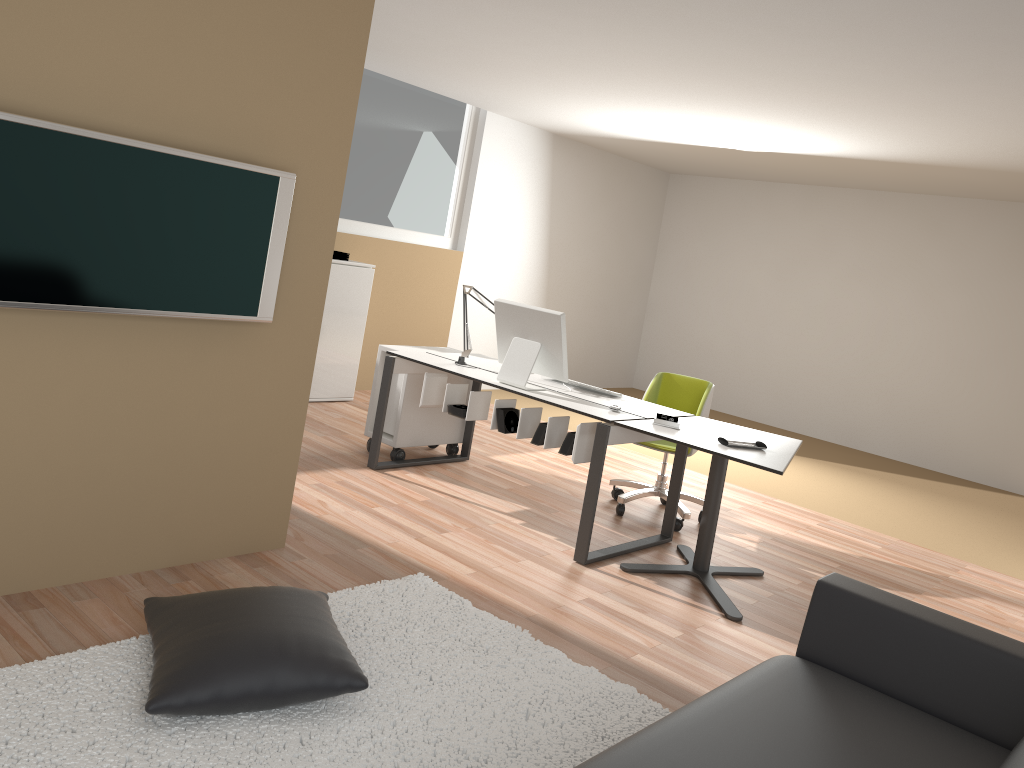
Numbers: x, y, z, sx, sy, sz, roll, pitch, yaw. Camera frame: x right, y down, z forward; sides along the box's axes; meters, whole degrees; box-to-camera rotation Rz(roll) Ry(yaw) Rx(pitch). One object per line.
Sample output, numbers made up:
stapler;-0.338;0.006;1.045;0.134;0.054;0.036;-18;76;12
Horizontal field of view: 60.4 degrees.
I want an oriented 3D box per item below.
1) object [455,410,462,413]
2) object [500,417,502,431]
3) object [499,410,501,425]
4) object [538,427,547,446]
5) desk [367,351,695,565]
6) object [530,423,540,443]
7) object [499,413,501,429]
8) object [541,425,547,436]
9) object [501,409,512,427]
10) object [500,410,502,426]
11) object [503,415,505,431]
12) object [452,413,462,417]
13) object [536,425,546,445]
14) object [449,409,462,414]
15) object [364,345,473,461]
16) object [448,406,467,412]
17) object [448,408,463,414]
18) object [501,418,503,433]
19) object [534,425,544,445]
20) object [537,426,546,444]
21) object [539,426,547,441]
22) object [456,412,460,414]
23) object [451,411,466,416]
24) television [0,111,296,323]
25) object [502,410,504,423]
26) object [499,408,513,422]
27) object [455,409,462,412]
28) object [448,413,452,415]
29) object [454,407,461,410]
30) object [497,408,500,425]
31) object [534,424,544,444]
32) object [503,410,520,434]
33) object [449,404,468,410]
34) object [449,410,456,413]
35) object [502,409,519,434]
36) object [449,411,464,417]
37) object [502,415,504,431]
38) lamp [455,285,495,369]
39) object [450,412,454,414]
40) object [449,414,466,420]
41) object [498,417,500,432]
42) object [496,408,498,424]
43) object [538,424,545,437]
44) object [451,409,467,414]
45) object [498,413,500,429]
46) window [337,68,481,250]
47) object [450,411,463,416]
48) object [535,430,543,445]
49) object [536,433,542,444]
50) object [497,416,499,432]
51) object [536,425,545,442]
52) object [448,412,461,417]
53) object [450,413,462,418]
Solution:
object;-0.261;0.142;4.776;0.121;0.002;0.132;17;11;40
object;-0.015;0.190;4.562;0.040;0.113;0.132;12;6;40
object;-0.017;0.190;4.564;0.041;0.113;0.132;12;6;40
object;0.192;0.253;4.379;0.041;0.113;0.132;12;6;40
desk;0.063;0.324;4.909;1.624;0.682;0.800;16;8;40
object;0.157;0.242;4.411;0.041;0.113;0.132;12;6;40
object;-0.018;0.189;4.565;0.041;0.113;0.132;12;6;40
object;0.189;0.252;4.382;0.041;0.113;0.132;12;6;40
object;-0.008;0.192;4.556;0.040;0.113;0.132;12;6;40
object;-0.012;0.191;4.559;0.041;0.113;0.132;12;6;40
object;0.002;0.195;4.547;0.041;0.113;0.132;12;6;40
object;-0.259;0.163;4.772;0.121;0.002;0.132;17;11;40
object;0.186;0.251;4.385;0.041;0.113;0.132;12;6;40
object;-0.260;0.147;4.775;0.121;0.002;0.132;17;11;40
object;-0.570;0.119;5.620;0.312;0.672;0.618;12;5;40
object;-0.262;0.133;4.777;0.121;0.002;0.132;17;11;40
object;-0.261;0.145;4.775;0.121;0.002;0.132;17;11;40
object;-0.010;0.192;4.558;0.041;0.113;0.132;12;6;40
object;0.177;0.249;4.393;0.041;0.113;0.132;12;6;40
object;0.187;0.252;4.384;0.041;0.113;0.132;12;6;40
object;0.191;0.253;4.381;0.041;0.113;0.132;12;6;40
object;-0.260;0.152;4.774;0.121;0.002;0.132;17;11;40
object;-0.260;0.154;4.773;0.121;0.002;0.132;17;11;40
television;-1.265;-0.517;2.916;0.055;0.575;1.169;11;6;40
object;-0.001;0.194;4.550;0.040;0.113;0.132;12;6;40
object;-0.022;0.188;4.568;0.040;0.113;0.132;12;6;40
object;-0.261;0.135;4.777;0.121;0.002;0.132;17;11;40
object;-0.258;0.172;4.770;0.121;0.002;0.132;17;11;40
object;-0.262;0.126;4.779;0.121;0.002;0.132;17;11;40
object;-0.028;0.186;4.574;0.040;0.113;0.132;12;6;40
object;0.175;0.248;4.394;0.041;0.113;0.132;12;6;40
object;0.002;0.195;4.547;0.040;0.113;0.132;12;6;40
object;-0.262;0.126;4.778;0.121;0.002;0.132;17;11;40
object;-0.260;0.154;4.773;0.121;0.002;0.132;17;11;40
object;-0.005;0.193;4.553;0.041;0.113;0.132;12;6;40
object;-0.259;0.159;4.773;0.121;0.002;0.132;17;11;40
object;-0.003;0.194;4.552;0.041;0.113;0.132;12;6;40
lamp;-0.070;-0.263;5.041;0.540;0.527;0.140;10;2;6
object;-0.259;0.163;4.772;0.121;0.002;0.132;17;11;40
object;-0.258;0.175;4.770;0.121;0.002;0.132;17;11;40
object;-0.025;0.187;4.571;0.041;0.113;0.132;12;6;40
object;-0.032;0.185;4.577;0.041;0.113;0.132;12;6;40
object;0.179;0.249;4.391;0.041;0.113;0.132;12;6;40
object;-0.261;0.145;4.775;0.121;0.002;0.132;17;11;40
object;-0.024;0.187;4.570;0.041;0.113;0.132;12;6;40
window;-1.557;-2.121;6.855;0.046;1.786;3.618;11;6;40
object;-0.260;0.156;4.773;0.121;0.002;0.132;17;11;40
object;0.182;0.250;4.388;0.041;0.113;0.132;12;6;40
object;0.184;0.251;4.387;0.041;0.113;0.132;12;6;40
object;-0.030;0.185;4.576;0.041;0.113;0.132;12;6;40
object;0.180;0.250;4.390;0.041;0.113;0.132;12;6;40
object;-0.259;0.166;4.771;0.121;0.002;0.132;17;11;40
object;-0.259;0.168;4.771;0.121;0.002;0.132;17;11;40
